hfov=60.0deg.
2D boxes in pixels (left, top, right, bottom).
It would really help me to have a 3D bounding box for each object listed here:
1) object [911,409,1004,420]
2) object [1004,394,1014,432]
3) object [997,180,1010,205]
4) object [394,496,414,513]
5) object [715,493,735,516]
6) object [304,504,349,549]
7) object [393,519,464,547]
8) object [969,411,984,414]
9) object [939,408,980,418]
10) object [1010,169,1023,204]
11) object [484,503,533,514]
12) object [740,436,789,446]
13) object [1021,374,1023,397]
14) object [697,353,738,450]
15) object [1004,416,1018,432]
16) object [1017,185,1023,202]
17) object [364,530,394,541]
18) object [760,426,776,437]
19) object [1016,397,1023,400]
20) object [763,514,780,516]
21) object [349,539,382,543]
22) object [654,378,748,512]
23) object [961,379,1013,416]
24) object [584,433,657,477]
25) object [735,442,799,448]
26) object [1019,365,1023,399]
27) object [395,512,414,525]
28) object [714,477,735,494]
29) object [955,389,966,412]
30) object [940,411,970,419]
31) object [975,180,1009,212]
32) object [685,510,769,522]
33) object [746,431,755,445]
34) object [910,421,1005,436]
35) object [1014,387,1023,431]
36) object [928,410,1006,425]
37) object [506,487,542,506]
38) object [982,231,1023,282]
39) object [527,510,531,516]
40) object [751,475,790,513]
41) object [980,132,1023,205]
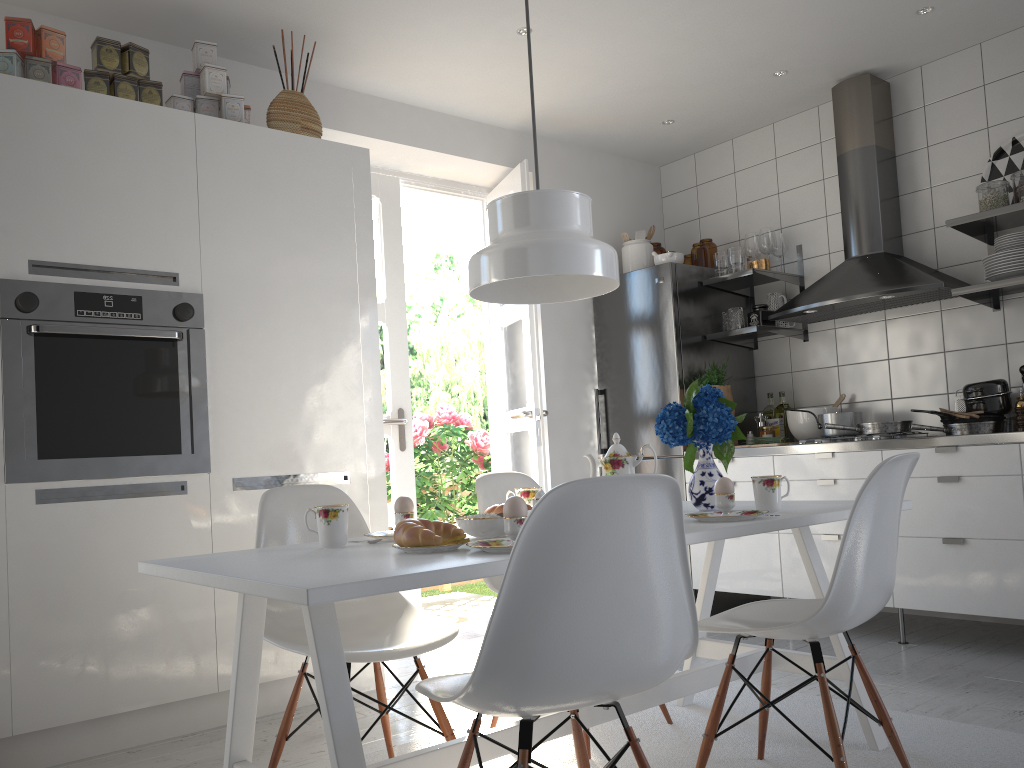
[{"bbox_3d":[1.869,0.132,3.674,0.356,0.080,0.246,0,-6,-32],"label":"object"},{"bbox_3d":[2.116,0.112,3.853,0.081,0.201,0.101,-2,-3,-19],"label":"object"},{"bbox_3d":[2.049,-0.765,3.761,0.121,0.170,0.121,-2,-4,-20],"label":"object"},{"bbox_3d":[-0.262,0.303,2.154,0.048,0.063,0.048,-1,-4,-35],"label":"object"},{"bbox_3d":[0.519,0.295,2.155,0.048,0.057,0.048,-3,-4,1],"label":"object"},{"bbox_3d":[-0.410,0.323,2.008,0.091,0.095,0.078,-6,-5,37],"label":"object"},{"bbox_3d":[-0.177,0.302,1.805,0.124,0.057,0.161,-5,-5,15],"label":"object"},{"bbox_3d":[1.867,0.129,3.646,0.065,0.021,0.337,-5,-5,14],"label":"object"},{"bbox_3d":[1.830,0.119,3.635,0.059,0.060,0.335,-4,-5,8],"label":"object"},{"bbox_3d":[2.106,-0.782,3.611,0.121,0.170,0.121,-2,-4,-20],"label":"object"},{"bbox_3d":[0.000,0.336,2.306,0.161,0.057,0.124,-5,-5,15],"label":"object"},{"bbox_3d":[1.204,0.275,4.288,0.141,0.053,0.277,-1,-5,-24],"label":"object"},{"bbox_3d":[2.272,0.059,3.659,0.067,0.260,0.322,-1,-5,-39],"label":"object"},{"bbox_3d":[1.034,0.090,4.511,0.174,0.508,0.283,-6,-4,38],"label":"object"},{"bbox_3d":[2.107,0.170,3.745,0.066,0.067,0.053,-4,-4,11],"label":"object"},{"bbox_3d":[2.061,-0.744,3.493,0.121,0.079,0.121,-7,-5,36],"label":"object"},{"bbox_3d":[-0.259,0.367,2.151,0.201,0.016,0.201,-4,-5,6],"label":"object"},{"bbox_3d":[1.306,0.268,4.523,0.078,0.101,0.078,-4,-4,17],"label":"object"},{"bbox_3d":[2.157,0.120,3.652,0.115,0.144,0.128,-3,-4,-1],"label":"object"},{"bbox_3d":[0.606,0.325,2.220,0.032,0.011,0.140,0,-6,-36],"label":"object"},{"bbox_3d":[-0.347,0.368,2.081,0.032,0.011,0.140,1,-7,-43],"label":"object"},{"bbox_3d":[0.540,0.173,2.518,0.236,0.376,0.266,-1,-4,-37],"label":"object"},{"bbox_3d":[1.959,0.062,3.656,0.190,0.159,0.198,-4,-4,12],"label":"object"},{"bbox_3d":[0.281,0.239,2.285,0.140,0.230,0.149,-2,-4,-21],"label":"object"},{"bbox_3d":[1.211,0.298,4.285,0.220,0.012,0.331,1,-7,-39],"label":"object"},{"bbox_3d":[2.112,0.045,3.560,0.061,0.282,0.124,-1,-4,-34],"label":"object"},{"bbox_3d":[-0.260,0.340,2.152,0.048,0.057,0.048,-3,-4,1],"label":"object"},{"bbox_3d":[0.517,0.258,2.157,0.048,0.063,0.048,-1,-4,-35],"label":"object"},{"bbox_3d":[2.012,0.122,3.905,0.101,0.201,0.081,-6,-4,40],"label":"object"},{"bbox_3d":[1.815,0.127,3.638,0.064,0.044,0.335,-5,-5,17],"label":"object"},{"bbox_3d":[1.967,-0.753,3.621,0.121,0.130,0.121,-6,-5,36],"label":"object"},{"bbox_3d":[0.521,0.322,2.153,0.201,0.016,0.201,0,-6,-34],"label":"object"},{"bbox_3d":[1.236,0.286,4.593,0.046,0.084,0.046,-5,-4,28],"label":"object"},{"bbox_3d":[1.868,0.185,3.711,0.352,0.060,0.232,-6,-6,29],"label":"object"},{"bbox_3d":[2.040,0.091,3.520,0.081,0.192,0.058,-6,-4,39],"label":"object"},{"bbox_3d":[1.862,0.147,3.683,0.347,0.082,0.244,-3,-5,2],"label":"object"},{"bbox_3d":[0.043,0.339,2.482,0.091,0.095,0.078,0,-5,-41],"label":"object"},{"bbox_3d":[2.080,-0.506,3.596,0.301,0.194,0.307,0,-5,-35],"label":"object"},{"bbox_3d":[0.101,0.312,2.150,0.140,0.083,0.187,0,-6,-39],"label":"object"},{"bbox_3d":[0.667,0.287,2.302,0.078,0.095,0.091,-7,-5,44],"label":"object"},{"bbox_3d":[2.203,-0.884,3.774,0.053,0.392,0.396,-1,-5,-39],"label":"object"}]
